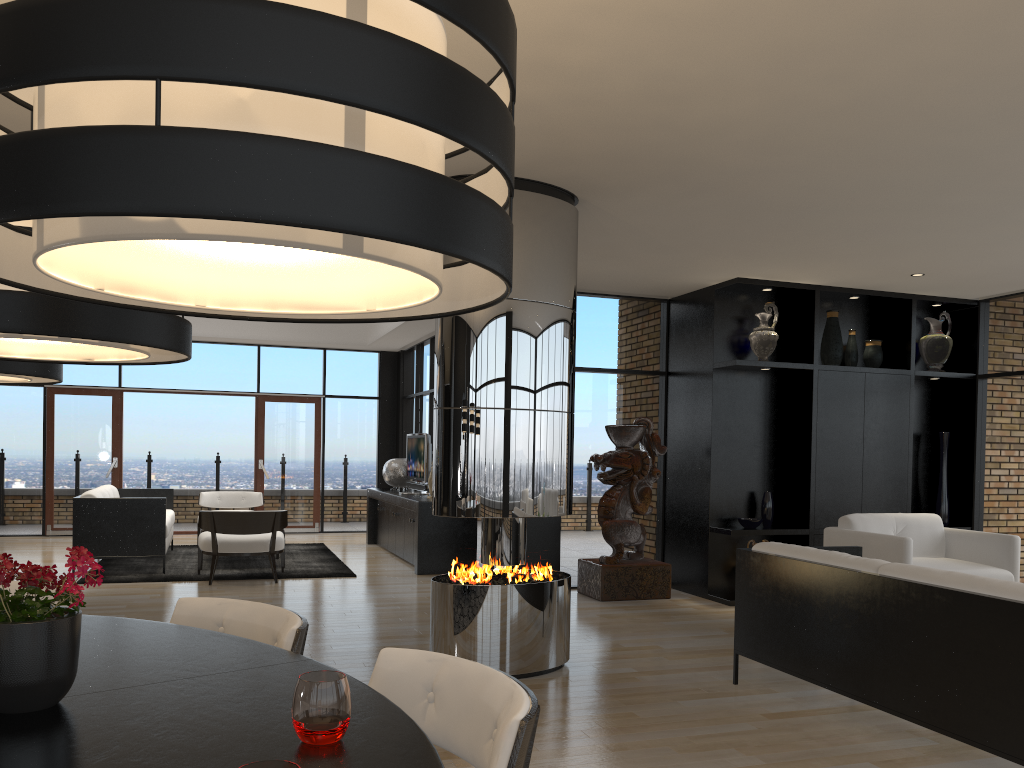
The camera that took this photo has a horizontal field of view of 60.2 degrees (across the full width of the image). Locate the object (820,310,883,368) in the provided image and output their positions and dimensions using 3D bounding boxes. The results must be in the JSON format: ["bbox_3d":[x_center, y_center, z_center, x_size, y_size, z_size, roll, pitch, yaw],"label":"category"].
[{"bbox_3d":[3.043,-0.387,7.919,0.618,0.510,0.208,2,0,-18],"label":"object"}]

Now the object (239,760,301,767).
[{"bbox_3d":[-0.285,0.503,1.028,0.095,0.106,0.095,1,-1,15],"label":"object"}]

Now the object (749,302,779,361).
[{"bbox_3d":[2.169,-0.445,7.609,0.245,0.544,0.244,1,0,26],"label":"object"}]

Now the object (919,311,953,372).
[{"bbox_3d":[3.938,-0.390,8.207,0.285,0.593,0.284,1,0,32],"label":"object"}]

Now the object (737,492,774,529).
[{"bbox_3d":[2.128,1.090,7.630,0.373,0.313,0.213,2,-1,-21],"label":"object"}]

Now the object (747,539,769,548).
[{"bbox_3d":[2.129,1.592,7.640,0.222,0.494,0.223,1,0,8],"label":"object"}]

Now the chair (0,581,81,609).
[{"bbox_3d":[-1.652,1.018,2.583,0.643,0.806,0.616,1,-1,-13],"label":"chair"}]

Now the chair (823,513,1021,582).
[{"bbox_3d":[2.888,1.362,6.261,1.002,0.855,0.855,2,-2,-19],"label":"chair"}]

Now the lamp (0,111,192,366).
[{"bbox_3d":[-0.845,-0.723,1.567,0.536,1.328,0.535,1,0,-42],"label":"lamp"}]

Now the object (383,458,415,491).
[{"bbox_3d":[-1.415,1.152,11.258,0.464,0.407,0.464,3,-3,-37],"label":"object"}]

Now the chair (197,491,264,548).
[{"bbox_3d":[-3.554,1.712,11.182,0.806,0.674,0.685,2,-2,-19],"label":"chair"}]

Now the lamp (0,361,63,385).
[{"bbox_3d":[-1.436,-0.682,2.243,0.536,1.328,0.535,1,0,-42],"label":"lamp"}]

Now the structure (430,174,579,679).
[{"bbox_3d":[-0.037,0.276,5.098,0.893,2.742,0.586,1,1,-31],"label":"structure"}]

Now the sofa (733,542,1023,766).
[{"bbox_3d":[1.948,1.197,4.021,0.839,0.802,2.035,2,-4,-19],"label":"sofa"}]

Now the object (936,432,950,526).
[{"bbox_3d":[4.040,0.891,8.268,0.114,0.882,0.113,1,1,-7],"label":"object"}]

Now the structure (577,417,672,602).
[{"bbox_3d":[1.027,1.081,7.815,0.732,1.593,0.516,1,1,-19],"label":"structure"}]

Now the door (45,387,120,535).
[{"bbox_3d":[-5.817,1.052,11.967,0.898,1.993,0.095,1,1,-19],"label":"door"}]

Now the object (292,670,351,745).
[{"bbox_3d":[-0.315,0.536,1.461,0.095,0.106,0.095,2,-2,-30],"label":"object"}]

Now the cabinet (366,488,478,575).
[{"bbox_3d":[-1.144,1.662,10.387,0.621,0.739,3.044,1,-4,-19],"label":"cabinet"}]

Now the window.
[{"bbox_3d":[-0.784,-0.632,6.834,10.141,4.779,15.905,3,-4,-32],"label":"window"}]

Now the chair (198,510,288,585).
[{"bbox_3d":[-2.528,1.509,8.298,0.806,0.674,0.685,2,-2,-19],"label":"chair"}]

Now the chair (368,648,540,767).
[{"bbox_3d":[-0.293,0.974,1.683,0.617,0.806,0.642,2,-1,-31],"label":"chair"}]

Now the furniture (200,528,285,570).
[{"bbox_3d":[-2.850,1.675,9.303,0.828,0.483,0.829,2,-3,-19],"label":"furniture"}]

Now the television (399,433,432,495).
[{"bbox_3d":[-1.115,0.937,10.359,0.408,0.710,0.935,1,-2,-1],"label":"television"}]

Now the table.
[{"bbox_3d":[-0.914,0.976,1.637,1.211,0.768,2.107,3,-4,-39],"label":"table"}]

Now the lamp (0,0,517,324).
[{"bbox_3d":[-0.255,-0.764,0.890,0.536,1.328,0.535,1,0,-42],"label":"lamp"}]

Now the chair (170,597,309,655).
[{"bbox_3d":[-0.888,1.011,2.311,0.642,0.806,0.617,0,-1,42],"label":"chair"}]

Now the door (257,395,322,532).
[{"bbox_3d":[-3.240,1.169,12.855,0.898,1.993,0.095,1,1,-19],"label":"door"}]

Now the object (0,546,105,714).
[{"bbox_3d":[-0.887,0.444,1.633,0.229,0.298,0.237,2,-1,-39],"label":"object"}]

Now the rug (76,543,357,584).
[{"bbox_3d":[-3.175,1.936,9.705,2.483,0.011,3.039,3,-5,-18],"label":"rug"}]

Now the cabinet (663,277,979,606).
[{"bbox_3d":[2.907,0.579,8.296,2.664,2.741,1.185,2,0,-18],"label":"cabinet"}]

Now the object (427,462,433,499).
[{"bbox_3d":[-0.852,0.998,9.443,0.105,0.459,0.256,1,0,-18],"label":"object"}]

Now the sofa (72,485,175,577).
[{"bbox_3d":[-4.030,1.494,9.322,0.839,0.802,2.035,2,-4,-19],"label":"sofa"}]
